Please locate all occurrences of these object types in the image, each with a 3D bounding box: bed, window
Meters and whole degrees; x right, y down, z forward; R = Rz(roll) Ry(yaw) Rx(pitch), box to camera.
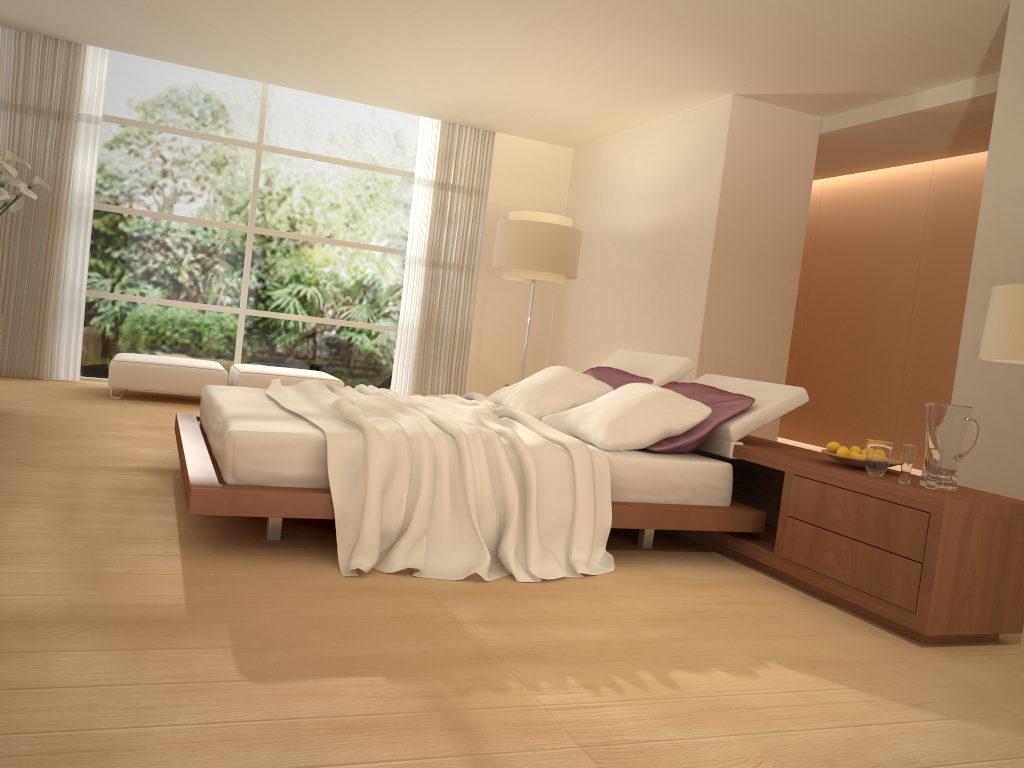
[{"bbox_3d":[-0.355,0.359,4.577,2.535,0.570,2.599,6,3,-22],"label":"bed"},{"bbox_3d":[-2.680,-1.583,9.095,4.781,3.371,0.071,6,3,-22],"label":"window"}]

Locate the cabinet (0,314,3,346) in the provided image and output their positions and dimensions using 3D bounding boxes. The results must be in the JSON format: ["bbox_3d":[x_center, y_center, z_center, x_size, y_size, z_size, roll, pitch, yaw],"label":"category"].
[{"bbox_3d":[-3.076,0.004,4.225,0.588,0.662,3.713,6,3,-22],"label":"cabinet"}]

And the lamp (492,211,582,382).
[{"bbox_3d":[0.144,-0.504,8.031,0.817,2.018,0.817,8,3,20],"label":"lamp"}]

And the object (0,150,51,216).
[{"bbox_3d":[-3.385,-1.003,5.780,0.608,1.085,0.515,8,3,25],"label":"object"}]

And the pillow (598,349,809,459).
[{"bbox_3d":[0.924,0.066,5.127,0.461,0.457,1.779,5,3,-23],"label":"pillow"}]

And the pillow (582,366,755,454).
[{"bbox_3d":[0.617,0.110,4.997,0.575,0.369,1.683,6,3,-22],"label":"pillow"}]

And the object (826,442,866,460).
[{"bbox_3d":[1.512,0.310,3.874,0.259,0.084,0.230,9,4,37],"label":"object"}]

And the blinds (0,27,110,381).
[{"bbox_3d":[-4.336,-1.720,8.132,0.950,3.352,0.211,5,3,-24],"label":"blinds"}]

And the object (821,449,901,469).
[{"bbox_3d":[1.520,0.339,3.863,0.337,0.053,0.337,6,3,-9],"label":"object"}]

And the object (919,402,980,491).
[{"bbox_3d":[1.695,0.244,3.456,0.227,0.328,0.159,9,4,36],"label":"object"}]

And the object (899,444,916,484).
[{"bbox_3d":[1.542,0.313,3.463,0.052,0.154,0.052,7,3,-4],"label":"object"}]

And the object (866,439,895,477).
[{"bbox_3d":[1.488,0.304,3.609,0.110,0.141,0.110,8,3,20],"label":"object"}]

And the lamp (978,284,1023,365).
[{"bbox_3d":[1.781,-1.237,2.572,0.451,2.399,0.451,5,3,-24],"label":"lamp"}]

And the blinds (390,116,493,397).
[{"bbox_3d":[-0.745,-1.369,9.567,0.814,3.351,0.202,5,3,-23],"label":"blinds"}]

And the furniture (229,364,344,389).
[{"bbox_3d":[-2.159,0.040,8.425,0.965,0.346,0.964,6,3,-22],"label":"furniture"}]

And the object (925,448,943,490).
[{"bbox_3d":[1.615,0.325,3.398,0.052,0.154,0.052,7,3,-4],"label":"object"}]

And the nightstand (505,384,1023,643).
[{"bbox_3d":[0.927,0.494,5.170,0.493,0.539,4.220,6,3,-22],"label":"nightstand"}]

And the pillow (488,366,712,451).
[{"bbox_3d":[0.369,0.100,4.888,0.561,0.339,1.720,6,3,-22],"label":"pillow"}]

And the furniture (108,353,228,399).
[{"bbox_3d":[-3.112,-0.052,8.030,0.965,0.346,0.964,6,3,-22],"label":"furniture"}]
